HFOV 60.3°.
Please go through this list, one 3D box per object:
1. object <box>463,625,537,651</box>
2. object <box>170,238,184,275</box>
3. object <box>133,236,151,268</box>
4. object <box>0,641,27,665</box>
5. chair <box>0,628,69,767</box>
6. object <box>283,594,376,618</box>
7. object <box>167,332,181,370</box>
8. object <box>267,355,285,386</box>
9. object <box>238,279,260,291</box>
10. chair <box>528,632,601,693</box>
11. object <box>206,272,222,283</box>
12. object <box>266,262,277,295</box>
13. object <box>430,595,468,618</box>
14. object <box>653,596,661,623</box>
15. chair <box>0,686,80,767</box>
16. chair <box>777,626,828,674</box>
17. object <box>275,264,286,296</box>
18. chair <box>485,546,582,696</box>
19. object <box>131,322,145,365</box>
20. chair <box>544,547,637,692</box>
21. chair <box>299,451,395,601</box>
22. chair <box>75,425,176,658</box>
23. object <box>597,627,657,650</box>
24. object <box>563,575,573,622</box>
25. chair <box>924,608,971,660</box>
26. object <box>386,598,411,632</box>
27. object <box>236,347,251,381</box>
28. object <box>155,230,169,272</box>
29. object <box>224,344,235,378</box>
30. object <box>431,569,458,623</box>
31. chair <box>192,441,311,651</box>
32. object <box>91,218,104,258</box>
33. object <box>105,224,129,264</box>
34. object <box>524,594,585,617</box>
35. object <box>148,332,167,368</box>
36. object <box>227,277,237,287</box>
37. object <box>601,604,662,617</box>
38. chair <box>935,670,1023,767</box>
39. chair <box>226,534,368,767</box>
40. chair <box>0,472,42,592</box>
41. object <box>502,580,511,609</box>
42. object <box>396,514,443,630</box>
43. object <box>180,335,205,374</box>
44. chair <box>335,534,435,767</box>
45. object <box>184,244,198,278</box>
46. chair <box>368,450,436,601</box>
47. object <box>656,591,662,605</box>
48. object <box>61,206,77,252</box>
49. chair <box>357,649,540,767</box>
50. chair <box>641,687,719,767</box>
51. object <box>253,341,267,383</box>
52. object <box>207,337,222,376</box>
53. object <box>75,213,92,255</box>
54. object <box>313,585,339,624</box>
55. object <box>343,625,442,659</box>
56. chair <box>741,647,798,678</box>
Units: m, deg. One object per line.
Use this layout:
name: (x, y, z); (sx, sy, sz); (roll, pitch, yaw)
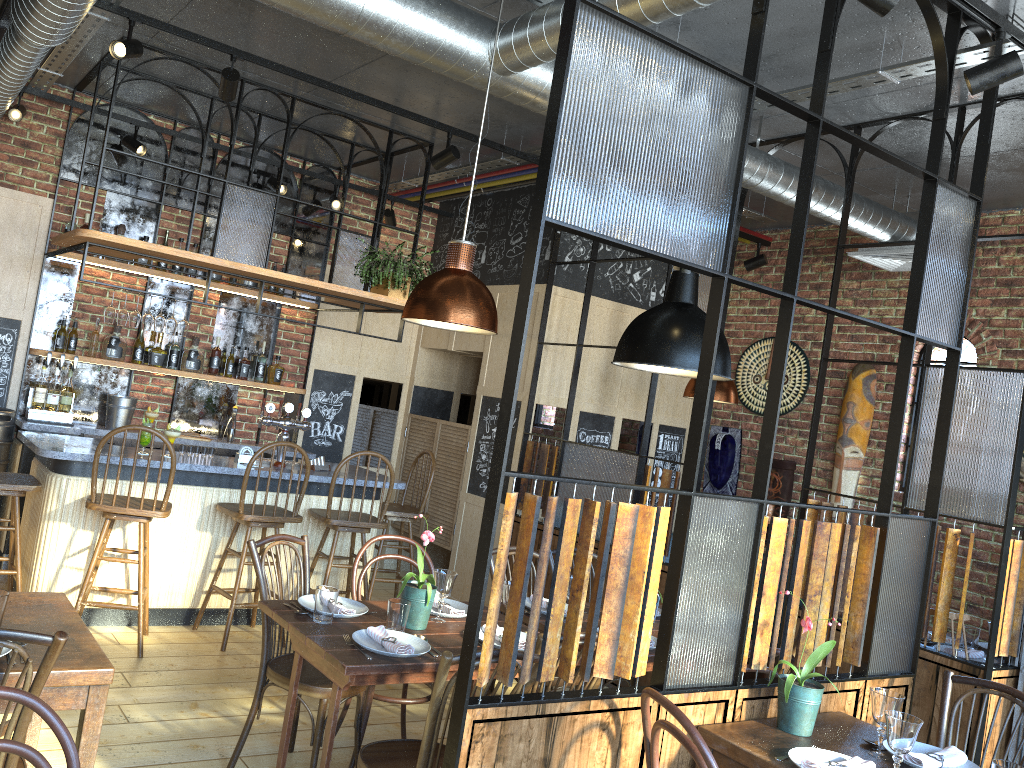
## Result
object: (-0.001, 0.939, 3.266); (0.311, 0.051, 0.281); (10, -2, -32)
object: (-2.516, -0.961, 6.650); (0.072, 0.284, 0.079); (10, -2, -34)
object: (-2.709, -0.972, 6.484); (0.138, 0.235, 0.093); (10, -2, -29)
object: (-1.438, 0.683, 2.317); (0.311, 0.051, 0.281); (10, -2, -32)
chair: (-1.395, 0.981, 2.180); (0.388, 0.915, 0.543); (10, -2, -31)
object: (-0.690, 0.830, 3.326); (0.311, 0.051, 0.281); (10, -2, -32)
object: (-2.541, -0.250, 6.644); (0.072, 0.284, 0.079); (10, -2, -34)
object: (-1.890, -0.110, 7.059); (0.093, 0.235, 0.136); (7, -3, 40)
object: (-2.050, -0.879, 6.940); (0.163, 0.283, 0.127); (10, -2, -21)
chair: (0.032, 1.232, 3.030); (0.388, 0.915, 0.543); (10, -2, -31)
object: (-2.278, -0.910, 6.783); (0.112, 0.265, 0.122); (10, -2, -34)
object: (-1.911, -0.844, 7.049); (0.063, 0.263, 0.069); (11, -3, -41)
object: (-0.299, 0.899, 3.589); (0.311, 0.051, 0.281); (10, -2, -32)
object: (0.627, 1.024, 4.027); (0.088, 0.119, 0.080); (8, -2, 37)
chair: (-0.879, 1.044, 1.433); (0.417, 0.921, 0.576); (11, -3, -43)
chair: (0.947, 1.396, 3.657); (0.547, 0.915, 0.386); (7, -3, 39)
object: (-1.851, -0.833, 7.090); (0.069, 0.263, 0.062); (7, -3, 42)
chair: (0.093, 1.271, 4.131); (0.387, 0.915, 0.545); (10, -2, -36)
object: (-2.743, -0.304, 6.495); (0.084, 0.318, 0.077); (7, -3, 35)
chair: (0.389, 1.325, 4.395); (0.388, 0.915, 0.543); (10, -2, -31)
chair: (-1.051, 0.987, 5.510); (0.417, 1.195, 0.430); (10, -2, -31)
chair: (-2.087, 0.801, 4.756); (0.424, 1.195, 0.422); (10, -2, -16)
object: (0.492, 1.026, 3.587); (0.311, 0.051, 0.281); (10, -2, -32)
object: (0.260, 0.922, 3.768); (0.096, 0.192, 0.100); (9, -2, -15)
chair: (1.941, 1.530, 4.122); (0.562, 1.006, 0.429); (7, -3, 41)
object: (-0.410, 0.834, 3.147); (0.087, 0.119, 0.082); (8, -2, 17)
object: (-2.103, -0.161, 6.926); (0.074, 0.263, 0.082); (10, -2, -34)
object: (-2.598, -0.994, 6.583); (0.084, 0.318, 0.077); (7, -3, 35)
object: (-2.193, -0.178, 6.867); (0.069, 0.263, 0.063); (7, -3, 36)
object: (-0.273, 0.828, 3.440); (0.100, 0.192, 0.096); (9, -2, 12)
chair: (-1.512, 0.905, 5.193); (0.414, 1.195, 0.432); (11, -3, -41)
object: (-2.961, -1.044, 6.316); (0.056, 0.288, 0.055); (9, -2, 3)
object: (-2.847, -1.021, 6.392); (0.163, 0.283, 0.127); (10, -2, -21)
object: (0.154, 0.980, 3.903); (0.311, 0.051, 0.281); (10, -2, -32)
object: (-2.631, -0.257, 6.552); (0.112, 0.265, 0.122); (10, -2, -34)
object: (-2.166, -0.889, 6.874); (0.063, 0.263, 0.069); (10, -3, -35)
object: (0.576, 1.056, 4.186); (0.311, 0.051, 0.281); (10, -2, -32)
chair: (1.443, 1.455, 2.873); (0.496, 0.915, 0.425); (11, -3, -40)
chair: (-0.821, 1.108, 3.516); (0.544, 0.915, 0.388); (8, -2, 30)
chair: (-2.859, 0.681, 4.885); (0.393, 1.195, 0.455); (10, -2, -36)
object: (-0.007, 0.871, 3.422); (0.096, 0.192, 0.100); (9, -2, -15)
object: (-0.344, 0.695, 3.318); (0.147, 0.427, 0.202); (9, -2, -3)
object: (-2.419, -0.229, 6.702); (0.163, 0.283, 0.127); (10, -2, -21)
chair: (-0.509, 1.167, 3.832); (0.426, 0.921, 0.565); (10, -2, -19)
object: (-2.423, -0.934, 6.690); (0.074, 0.263, 0.082); (10, -2, -34)
chair: (-0.844, 1.041, 6.273); (0.397, 1.195, 0.451); (10, -2, -26)
object: (0.571, 0.856, 3.900); (0.213, 0.431, 0.140); (10, -2, -16)
object: (-3.112, -1.092, 6.213); (0.074, 0.330, 0.077); (9, -2, -12)
chair: (-0.240, 1.179, 2.679); (0.388, 0.915, 0.543); (10, -2, -31)
chair: (0.560, 1.299, 2.324); (0.539, 0.921, 0.446); (9, -2, -13)
object: (-1.997, -0.176, 7.021); (0.074, 0.330, 0.077); (9, -2, -12)
object: (-2.292, -0.215, 6.812); (0.084, 0.303, 0.088); (10, -2, -16)
object: (-3.048, -1.066, 6.280); (0.083, 0.303, 0.089); (10, -2, -25)
object: (-0.670, 0.793, 3.161); (0.088, 0.119, 0.081); (8, -2, 31)
object: (-0.392, 0.869, 2.982); (0.311, 0.051, 0.281); (10, -2, -32)
chair: (0.704, 1.346, 3.252); (0.426, 0.921, 0.565); (10, -2, -19)
